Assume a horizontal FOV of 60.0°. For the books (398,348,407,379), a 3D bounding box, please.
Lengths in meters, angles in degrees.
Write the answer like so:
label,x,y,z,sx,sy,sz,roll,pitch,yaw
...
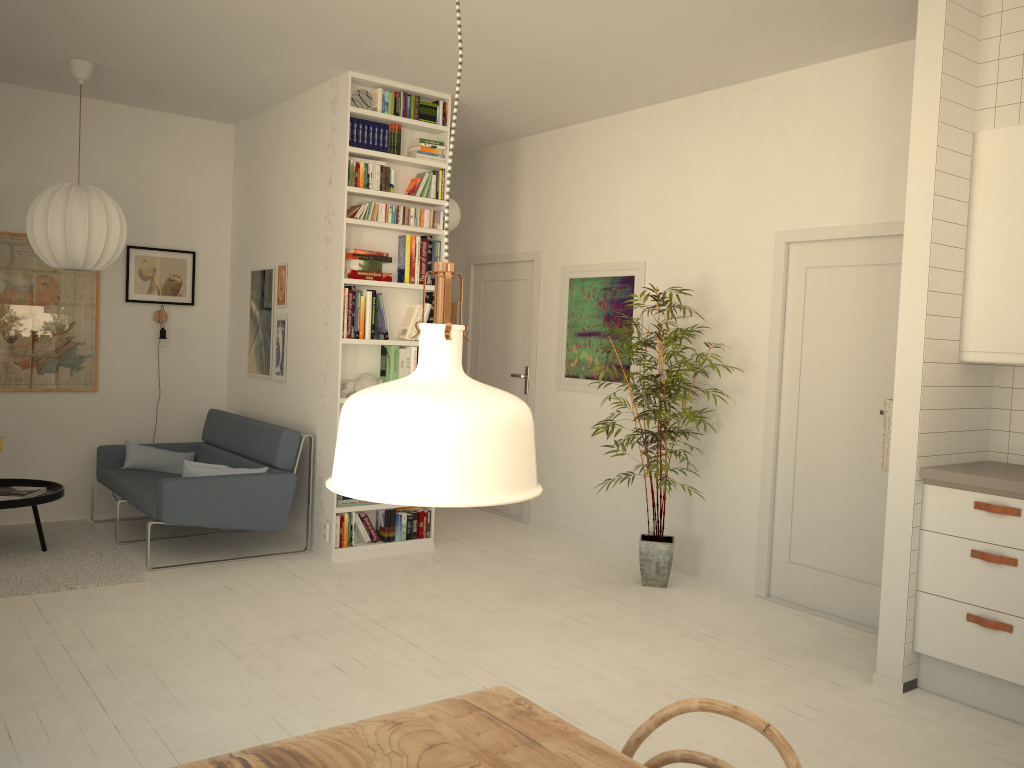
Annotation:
label,x,y,z,sx,sy,sz,roll,pitch,yaw
books,-0.746,-0.071,5.616,0.065,0.311,0.200,1,3,-37

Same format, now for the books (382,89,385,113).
label,x,y,z,sx,sy,sz,roll,pitch,yaw
books,-0.833,-1.709,5.427,0.013,0.146,0.208,1,3,-37

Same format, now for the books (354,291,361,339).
label,x,y,z,sx,sy,sz,roll,pitch,yaw
books,-0.984,-0.421,5.404,0.030,0.289,0.200,1,3,-37

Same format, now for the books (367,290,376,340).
label,x,y,z,sx,sy,sz,roll,pitch,yaw
books,-0.890,-0.427,5.459,0.033,0.306,0.150,1,3,-37

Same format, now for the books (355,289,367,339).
label,x,y,z,sx,sy,sz,roll,pitch,yaw
books,-0.951,-0.426,5.441,0.020,0.304,0.193,1,3,-37

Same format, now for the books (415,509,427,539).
label,x,y,z,sx,sy,sz,roll,pitch,yaw
books,-0.629,0.897,5.771,0.056,0.180,0.202,1,3,-37

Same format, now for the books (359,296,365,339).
label,x,y,z,sx,sy,sz,roll,pitch,yaw
books,-0.959,-0.404,5.415,0.024,0.260,0.199,1,3,-37

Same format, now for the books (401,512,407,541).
label,x,y,z,sx,sy,sz,roll,pitch,yaw
books,-0.747,0.897,5.691,0.032,0.176,0.222,1,3,-37

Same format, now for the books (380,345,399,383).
label,x,y,z,sx,sy,sz,roll,pitch,yaw
books,-0.792,-0.082,5.576,0.056,0.328,0.229,1,3,-37

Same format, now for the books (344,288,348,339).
label,x,y,z,sx,sy,sz,roll,pitch,yaw
books,-1.050,-0.427,5.365,0.015,0.300,0.207,1,3,-37

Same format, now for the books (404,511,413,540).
label,x,y,z,sx,sy,sz,roll,pitch,yaw
books,-0.715,0.904,5.715,0.048,0.163,0.209,1,3,-37

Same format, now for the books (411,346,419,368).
label,x,y,z,sx,sy,sz,roll,pitch,yaw
books,-0.646,-0.082,5.690,0.056,0.327,0.202,1,3,-37

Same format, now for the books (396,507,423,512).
label,x,y,z,sx,sy,sz,roll,pitch,yaw
books,-0.692,0.802,5.716,0.193,0.012,0.130,0,4,-37

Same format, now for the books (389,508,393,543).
label,x,y,z,sx,sy,sz,roll,pitch,yaw
books,-0.813,0.879,5.620,0.015,0.214,0.202,1,3,-37

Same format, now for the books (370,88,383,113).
label,x,y,z,sx,sy,sz,roll,pitch,yaw
books,-0.838,-1.710,5.402,0.026,0.149,0.155,1,3,-37

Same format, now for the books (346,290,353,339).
label,x,y,z,sx,sy,sz,roll,pitch,yaw
books,-1.026,-0.422,5.374,0.032,0.291,0.203,1,3,-37

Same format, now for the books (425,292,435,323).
label,x,y,z,sx,sy,sz,roll,pitch,yaw
books,-0.562,-0.434,5.722,0.092,0.319,0.179,1,3,-37

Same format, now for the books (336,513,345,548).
label,x,y,z,sx,sy,sz,roll,pitch,yaw
books,-1.080,0.884,5.427,0.026,0.206,0.187,1,3,-37

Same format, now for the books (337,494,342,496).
label,x,y,z,sx,sy,sz,roll,pitch,yaw
books,-0.974,0.651,5.492,0.297,0.039,0.165,0,4,-42

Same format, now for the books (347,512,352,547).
label,x,y,z,sx,sy,sz,roll,pitch,yaw
books,-1.041,0.878,5.469,0.021,0.215,0.174,1,3,-37

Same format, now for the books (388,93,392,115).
label,x,y,z,sx,sy,sz,roll,pitch,yaw
books,-0.810,-1.703,5.467,0.025,0.131,0.253,1,3,-37

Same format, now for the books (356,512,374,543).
label,x,y,z,sx,sy,sz,roll,pitch,yaw
books,-0.935,0.889,5.526,0.118,0.192,0.118,0,3,-37

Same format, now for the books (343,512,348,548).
label,x,y,z,sx,sy,sz,roll,pitch,yaw
books,-1.058,0.882,5.438,0.020,0.210,0.185,1,3,-37

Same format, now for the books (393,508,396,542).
label,x,y,z,sx,sy,sz,roll,pitch,yaw
books,-0.797,0.878,5.648,0.015,0.214,0.202,1,3,-37

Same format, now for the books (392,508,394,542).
label,x,y,z,sx,sy,sz,roll,pitch,yaw
books,-0.806,0.878,5.635,0.015,0.214,0.202,1,3,-37

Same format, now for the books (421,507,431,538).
label,x,y,z,sx,sy,sz,roll,pitch,yaw
books,-0.605,0.897,5.813,0.032,0.176,0.230,1,3,-37

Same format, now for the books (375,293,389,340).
label,x,y,z,sx,sy,sz,roll,pitch,yaw
books,-0.846,-0.419,5.508,0.093,0.288,0.200,1,3,-37

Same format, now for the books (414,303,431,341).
label,x,y,z,sx,sy,sz,roll,pitch,yaw
books,-0.610,-0.397,5.699,0.092,0.244,0.197,1,3,-37

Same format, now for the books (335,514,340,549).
label,x,y,z,sx,sy,sz,roll,pitch,yaw
books,-1.109,0.889,5.410,0.039,0.199,0.185,1,3,-37

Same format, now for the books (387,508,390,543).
label,x,y,z,sx,sy,sz,roll,pitch,yaw
books,-0.833,0.878,5.621,0.015,0.214,0.202,1,3,-37

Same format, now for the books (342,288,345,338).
label,x,y,z,sx,sy,sz,roll,pitch,yaw
books,-1.068,-0.428,5.358,0.021,0.301,0.222,1,3,-37

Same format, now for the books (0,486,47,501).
label,x,y,z,sx,sy,sz,roll,pitch,yaw
books,-2.828,0.627,5.066,0.200,0.031,0.289,2,3,-3

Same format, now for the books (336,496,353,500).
label,x,y,z,sx,sy,sz,roll,pitch,yaw
books,-0.991,0.682,5.501,0.241,0.024,0.168,0,4,-42

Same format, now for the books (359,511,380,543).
label,x,y,z,sx,sy,sz,roll,pitch,yaw
books,-0.913,0.893,5.550,0.131,0.188,0.136,0,3,-37

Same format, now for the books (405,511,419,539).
label,x,y,z,sx,sy,sz,roll,pitch,yaw
books,-0.684,0.900,5.756,0.050,0.170,0.221,1,3,-37

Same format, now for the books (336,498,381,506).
label,x,y,z,sx,sy,sz,roll,pitch,yaw
books,-0.973,0.716,5.517,0.297,0.038,0.204,1,4,-32

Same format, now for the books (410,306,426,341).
label,x,y,z,sx,sy,sz,roll,pitch,yaw
books,-0.631,-0.389,5.655,0.105,0.225,0.138,1,3,-37

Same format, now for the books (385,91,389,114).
label,x,y,z,sx,sy,sz,roll,pitch,yaw
books,-0.803,-1.703,5.418,0.023,0.136,0.161,1,3,-37

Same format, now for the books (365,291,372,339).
label,x,y,z,sx,sy,sz,roll,pitch,yaw
books,-0.921,-0.421,5.446,0.032,0.290,0.189,1,3,-37

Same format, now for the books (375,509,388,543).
label,x,y,z,sx,sy,sz,roll,pitch,yaw
books,-0.841,0.878,5.606,0.015,0.214,0.202,1,3,-37

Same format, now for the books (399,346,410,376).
label,x,y,z,sx,sy,sz,roll,pitch,yaw
books,-0.722,-0.081,5.657,0.023,0.321,0.235,1,3,-37

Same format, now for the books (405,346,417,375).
label,x,y,z,sx,sy,sz,roll,pitch,yaw
books,-0.687,-0.081,5.665,0.037,0.324,0.240,1,3,-37

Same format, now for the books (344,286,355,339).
label,x,y,z,sx,sy,sz,roll,pitch,yaw
books,-1.005,-0.435,5.389,0.021,0.317,0.179,1,3,-37

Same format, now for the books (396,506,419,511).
label,x,y,z,sx,sy,sz,roll,pitch,yaw
books,-0.691,0.794,5.694,0.165,0.006,0.103,0,4,-37

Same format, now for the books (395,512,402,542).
label,x,y,z,sx,sy,sz,roll,pitch,yaw
books,-0.779,0.896,5.673,0.044,0.179,0.224,1,3,-37

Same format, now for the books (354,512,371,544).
label,x,y,z,sx,sy,sz,roll,pitch,yaw
books,-0.963,0.885,5.512,0.135,0.200,0.134,0,3,-37

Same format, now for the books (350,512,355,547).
label,x,y,z,sx,sy,sz,roll,pitch,yaw
books,-1.019,0.879,5.466,0.010,0.215,0.194,1,3,-37

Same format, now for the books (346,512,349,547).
label,x,y,z,sx,sy,sz,roll,pitch,yaw
books,-1.054,0.882,5.458,0.012,0.206,0.194,1,3,-37
